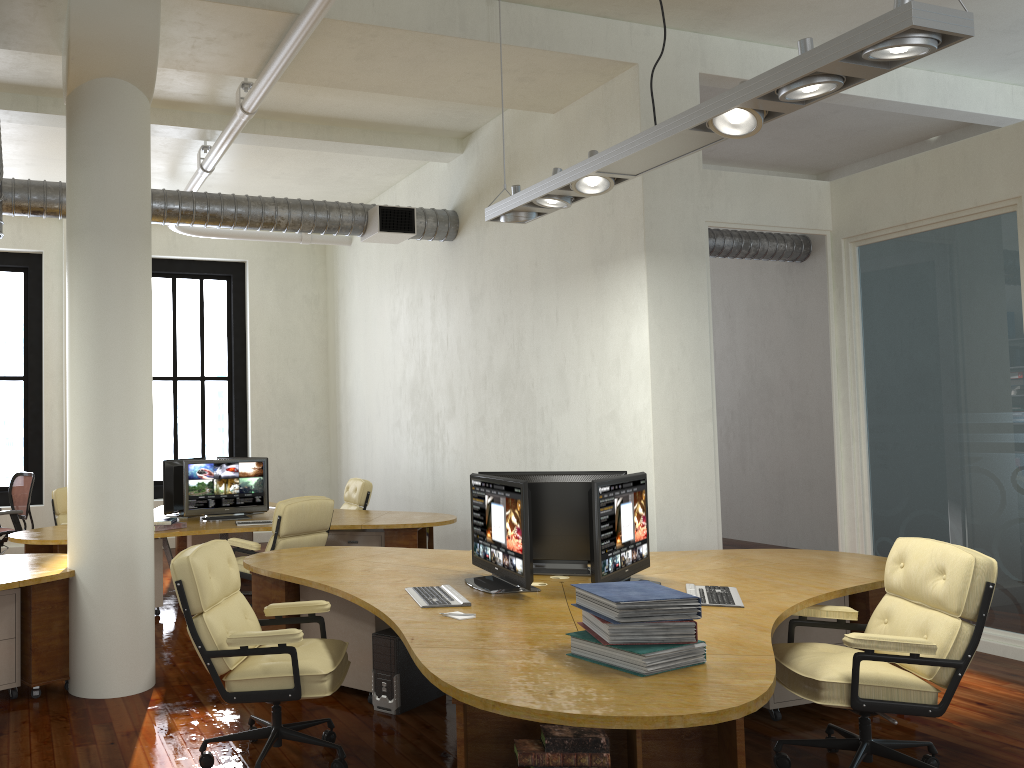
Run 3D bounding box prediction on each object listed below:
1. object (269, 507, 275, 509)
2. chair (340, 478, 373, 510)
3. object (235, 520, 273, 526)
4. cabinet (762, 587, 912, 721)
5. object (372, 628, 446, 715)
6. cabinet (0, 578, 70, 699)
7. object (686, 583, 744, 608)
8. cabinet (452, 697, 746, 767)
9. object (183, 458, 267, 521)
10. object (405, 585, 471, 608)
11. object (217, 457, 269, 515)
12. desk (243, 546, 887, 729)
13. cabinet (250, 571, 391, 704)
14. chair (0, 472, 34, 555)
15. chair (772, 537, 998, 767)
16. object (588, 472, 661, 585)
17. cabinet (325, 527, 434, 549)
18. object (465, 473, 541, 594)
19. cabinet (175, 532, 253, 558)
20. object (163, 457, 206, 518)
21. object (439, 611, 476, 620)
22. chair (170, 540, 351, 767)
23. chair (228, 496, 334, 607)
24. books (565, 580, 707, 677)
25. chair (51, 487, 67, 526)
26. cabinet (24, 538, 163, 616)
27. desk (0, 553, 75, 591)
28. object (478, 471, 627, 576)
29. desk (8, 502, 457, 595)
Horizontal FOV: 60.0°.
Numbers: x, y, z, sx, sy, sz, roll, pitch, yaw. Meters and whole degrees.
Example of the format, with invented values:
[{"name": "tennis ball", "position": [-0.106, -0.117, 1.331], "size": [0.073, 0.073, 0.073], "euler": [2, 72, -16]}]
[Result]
[{"name": "object", "position": [-2.309, 1.280, 9.150], "size": [0.523, 0.016, 0.207], "euler": [-4, -4, 44]}, {"name": "chair", "position": [-1.918, 1.525, 9.478], "size": [0.737, 1.021, 0.758], "euler": [0, -3, -20]}, {"name": "object", "position": [-2.177, 1.211, 7.759], "size": [0.458, 0.016, 0.238], "euler": [-1, -3, -12]}, {"name": "cabinet", "position": [1.533, 1.404, 5.014], "size": [0.828, 0.709, 0.948], "euler": [0, -3, -25]}, {"name": "object", "position": [-0.586, 1.595, 5.035], "size": [0.198, 0.411, 0.435], "euler": [-3, -4, 34]}, {"name": "cabinet", "position": [-3.253, 1.514, 5.403], "size": [0.974, 0.709, 0.802], "euler": [-4, -4, 42]}, {"name": "object", "position": [0.934, 0.979, 4.117], "size": [0.242, 0.016, 0.450], "euler": [-2, -3, 12]}, {"name": "cabinet", "position": [0.262, 1.340, 3.155], "size": [0.910, 0.709, 0.867], "euler": [-2, -3, 5]}, {"name": "object", "position": [-2.644, 0.973, 8.213], "size": [0.745, 0.552, 0.314], "euler": [0, -3, -28]}, {"name": "object", "position": [-0.361, 1.009, 4.231], "size": [0.222, 0.016, 0.490], "euler": [0, -3, -14]}, {"name": "object", "position": [-2.673, 1.001, 8.797], "size": [0.889, 0.552, 0.263], "euler": [-4, -4, 40]}, {"name": "desk", "position": [-0.080, 1.407, 4.811], "size": [3.847, 0.734, 3.516], "euler": [-3, -3, 35]}, {"name": "cabinet", "position": [-0.997, 1.476, 5.504], "size": [0.976, 0.709, 0.801], "euler": [-3, -3, 35]}, {"name": "chair", "position": [-7.098, 1.418, 6.521], "size": [1.036, 1.158, 7.199], "euler": [-3, -3, 31]}, {"name": "chair", "position": [1.550, 1.191, 3.839], "size": [0.788, 1.021, 0.711], "euler": [-1, -3, 0]}, {"name": "object", "position": [0.552, 0.730, 4.381], "size": [0.317, 0.552, 0.737], "euler": [-3, -3, 28]}, {"name": "cabinet", "position": [-1.213, 1.602, 8.077], "size": [0.929, 0.709, 0.848], "euler": [-2, -3, 10]}, {"name": "object", "position": [-0.076, 0.748, 4.516], "size": [0.277, 0.552, 0.846], "euler": [-1, -3, -19]}, {"name": "cabinet", "position": [-3.281, 1.727, 9.872], "size": [0.836, 0.709, 0.941], "euler": [0, -3, -21]}, {"name": "object", "position": [-3.181, 1.003, 8.630], "size": [0.306, 0.552, 0.766], "euler": [-2, -3, 11]}, {"name": "object", "position": [-0.234, 0.987, 3.794], "size": [0.101, 0.015, 0.147], "euler": [1, -3, -38]}, {"name": "chair", "position": [-1.146, 1.258, 4.155], "size": [0.802, 1.021, 0.699], "euler": [-2, -3, 5]}, {"name": "chair", "position": [-1.903, 1.418, 7.238], "size": [0.856, 1.021, 0.649], "euler": [-3, -3, 35]}, {"name": "books", "position": [0.416, 0.835, 3.075], "size": [0.399, 0.227, 0.478], "euler": [-1, -3, -15]}, {"name": "chair", "position": [-4.230, 1.547, 9.006], "size": [0.858, 1.021, 0.647], "euler": [-4, -4, 40]}, {"name": "cabinet", "position": [-3.508, 1.618, 7.494], "size": [0.974, 0.709, 0.802], "euler": [-4, -4, 40]}, {"name": "desk", "position": [-4.542, 1.482, 4.589], "size": [3.693, 0.734, 3.687], "euler": [-2, -3, 13]}, {"name": "object", "position": [0.226, 0.762, 4.930], "size": [0.846, 0.552, 0.277], "euler": [-2, -3, 14]}, {"name": "desk", "position": [-2.839, 1.652, 8.858], "size": [3.680, 0.734, 3.699], "euler": [0, -3, -19]}]
